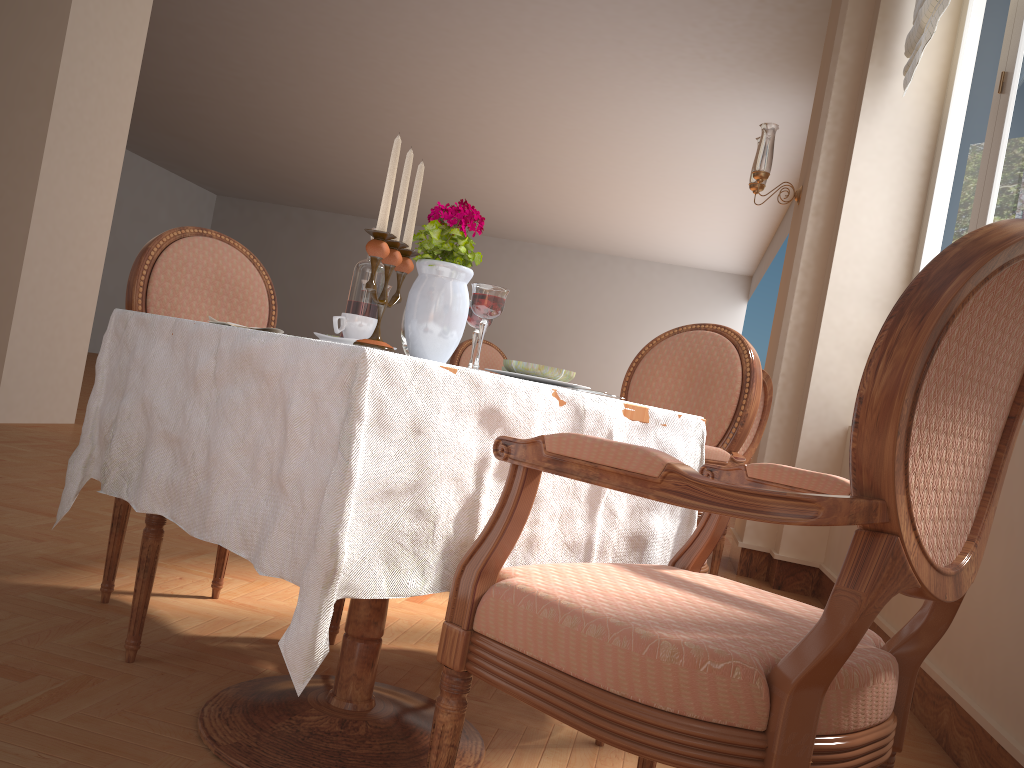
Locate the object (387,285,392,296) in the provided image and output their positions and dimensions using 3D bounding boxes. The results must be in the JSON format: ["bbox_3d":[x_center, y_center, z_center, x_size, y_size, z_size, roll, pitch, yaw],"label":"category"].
[{"bbox_3d":[-0.270,-0.125,1.687,0.062,0.135,0.062,10,0,42],"label":"object"}]

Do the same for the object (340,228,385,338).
[{"bbox_3d":[-0.260,-0.169,1.598,0.074,0.222,0.074,11,0,-10],"label":"object"}]

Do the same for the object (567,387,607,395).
[{"bbox_3d":[0.108,0.008,1.472,0.013,0.004,0.127,11,-1,-42],"label":"object"}]

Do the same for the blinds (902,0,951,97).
[{"bbox_3d":[1.802,-1.960,3.591,0.072,1.376,0.844,10,0,11],"label":"blinds"}]

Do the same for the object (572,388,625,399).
[{"bbox_3d":[0.143,0.014,1.503,0.027,0.006,0.125,11,-1,-44],"label":"object"}]

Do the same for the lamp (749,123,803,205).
[{"bbox_3d":[1.387,-1.124,4.625,0.274,0.362,0.320,10,0,11],"label":"lamp"}]

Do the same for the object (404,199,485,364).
[{"bbox_3d":[-0.126,-0.186,1.547,0.124,0.302,0.143,10,0,9],"label":"object"}]

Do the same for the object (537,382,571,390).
[{"bbox_3d":[0.033,-0.002,1.765,0.171,0.005,0.171,10,-1,41],"label":"object"}]

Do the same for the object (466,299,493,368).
[{"bbox_3d":[-0.068,-0.088,1.666,0.062,0.135,0.062,10,0,42],"label":"object"}]

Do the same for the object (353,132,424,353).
[{"bbox_3d":[-0.185,-0.207,1.369,0.059,0.325,0.177,10,0,9],"label":"object"}]

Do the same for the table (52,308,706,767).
[{"bbox_3d":[-0.244,0.293,1.602,0.828,0.680,0.837,10,-1,44],"label":"table"}]

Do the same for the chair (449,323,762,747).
[{"bbox_3d":[0.254,0.266,2.108,0.520,0.931,0.593,10,0,44],"label":"chair"}]

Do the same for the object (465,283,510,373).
[{"bbox_3d":[-0.046,-0.087,1.406,0.062,0.135,0.062,10,0,42],"label":"object"}]

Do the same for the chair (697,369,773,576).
[{"bbox_3d":[0.657,0.360,3.505,0.521,0.931,0.592,11,0,-35],"label":"chair"}]

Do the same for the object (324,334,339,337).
[{"bbox_3d":[-0.336,-0.080,1.836,0.117,0.024,0.117,10,-1,21],"label":"object"}]

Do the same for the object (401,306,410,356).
[{"bbox_3d":[-0.163,-0.107,1.670,0.092,0.138,0.093,10,0,39],"label":"object"}]

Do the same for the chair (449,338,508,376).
[{"bbox_3d":[-0.108,0.235,4.646,0.521,0.931,0.592,11,0,-35],"label":"chair"}]

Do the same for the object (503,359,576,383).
[{"bbox_3d":[0.041,-0.016,1.404,0.117,0.024,0.117,11,-1,-38],"label":"object"}]

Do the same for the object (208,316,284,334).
[{"bbox_3d":[-0.500,-0.108,1.581,0.095,0.012,0.234,11,-1,-41],"label":"object"}]

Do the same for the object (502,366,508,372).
[{"bbox_3d":[0.035,-0.013,1.765,0.117,0.024,0.117,11,-1,-10],"label":"object"}]

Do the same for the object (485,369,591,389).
[{"bbox_3d":[0.040,-0.006,1.404,0.171,0.005,0.171,11,-1,-29],"label":"object"}]

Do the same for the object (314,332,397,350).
[{"bbox_3d":[-0.265,-0.066,1.498,0.119,0.016,0.119,10,-1,30],"label":"object"}]

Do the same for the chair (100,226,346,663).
[{"bbox_3d":[-0.676,0.093,2.086,0.592,0.931,0.521,10,0,44],"label":"chair"}]

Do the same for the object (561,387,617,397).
[{"bbox_3d":[0.125,0.013,1.484,0.016,0.002,0.125,11,-1,-42],"label":"object"}]

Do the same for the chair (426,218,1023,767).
[{"bbox_3d":[0.295,0.259,1.120,0.592,0.931,0.521,10,0,44],"label":"chair"}]

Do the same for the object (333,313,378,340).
[{"bbox_3d":[-0.268,-0.091,1.495,0.078,0.049,0.062,11,-1,-17],"label":"object"}]
